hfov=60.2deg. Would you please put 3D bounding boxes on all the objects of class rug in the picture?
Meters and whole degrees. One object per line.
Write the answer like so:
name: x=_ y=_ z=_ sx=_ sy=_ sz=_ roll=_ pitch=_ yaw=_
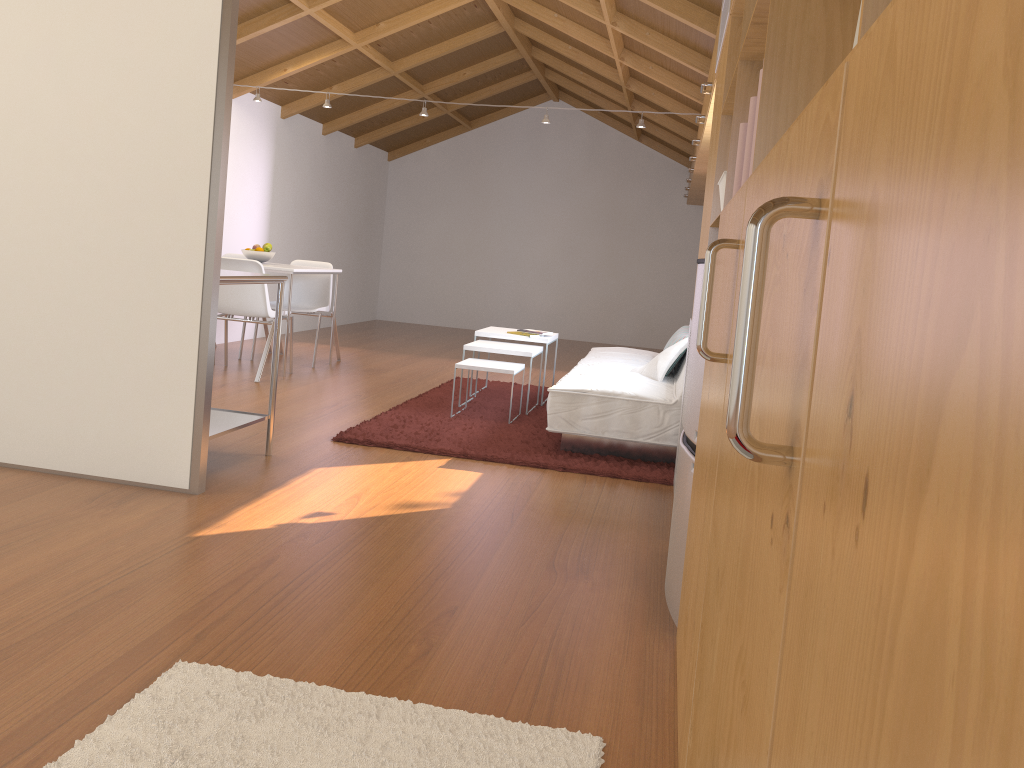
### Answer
rug: x=0.292 y=0.226 z=5.279 sx=1.887 sy=0.020 sz=2.494 roll=6 pitch=8 yaw=10
rug: x=-0.597 y=0.887 z=0.010 sx=0.918 sy=0.011 sz=3.743 roll=6 pitch=8 yaw=9

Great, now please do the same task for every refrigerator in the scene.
refrigerator: x=0.627 y=0.136 z=2.601 sx=0.262 sy=0.982 sz=0.717 roll=6 pitch=5 yaw=9

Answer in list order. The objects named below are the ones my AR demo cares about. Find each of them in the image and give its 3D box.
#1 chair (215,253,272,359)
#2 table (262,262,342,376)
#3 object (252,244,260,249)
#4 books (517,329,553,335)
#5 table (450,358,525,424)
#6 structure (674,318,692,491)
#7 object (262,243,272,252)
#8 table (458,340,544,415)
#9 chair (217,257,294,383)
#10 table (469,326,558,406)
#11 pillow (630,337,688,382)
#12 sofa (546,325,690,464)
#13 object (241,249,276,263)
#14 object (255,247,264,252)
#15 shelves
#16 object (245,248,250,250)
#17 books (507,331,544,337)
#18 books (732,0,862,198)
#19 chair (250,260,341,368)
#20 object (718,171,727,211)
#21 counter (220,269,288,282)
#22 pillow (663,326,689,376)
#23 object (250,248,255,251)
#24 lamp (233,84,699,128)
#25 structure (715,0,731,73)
chair: x=-2.235 y=-0.637 z=7.001 sx=0.532 sy=0.781 sz=0.549 roll=6 pitch=5 yaw=10
table: x=-2.025 y=-0.537 z=6.569 sx=1.210 sy=0.739 sz=0.904 roll=6 pitch=6 yaw=10
object: x=-1.910 y=-1.013 z=6.614 sx=0.061 sy=0.066 sz=0.064 roll=0 pitch=8 yaw=-42
books: x=0.154 y=-0.344 z=5.872 sx=0.194 sy=0.016 sz=0.153 roll=10 pitch=9 yaw=29
table: x=-0.135 y=0.036 z=5.147 sx=0.342 sy=0.307 sz=0.371 roll=6 pitch=6 yaw=10
structure: x=0.676 y=0.121 z=3.460 sx=0.013 sy=0.717 sz=0.824 roll=6 pitch=6 yaw=9
object: x=-1.833 y=-1.022 z=6.622 sx=0.070 sy=0.069 sz=0.077 roll=6 pitch=6 yaw=10
table: x=-0.061 y=-0.050 z=5.538 sx=0.425 sy=0.381 sz=0.461 roll=6 pitch=6 yaw=10
chair: x=-1.813 y=-0.460 z=6.006 sx=0.532 sy=0.781 sz=0.549 roll=6 pitch=5 yaw=10
table: x=0.023 y=-0.133 z=5.991 sx=0.486 sy=0.436 sz=0.527 roll=6 pitch=6 yaw=10
pillow: x=0.840 y=-0.155 z=4.923 sx=0.267 sy=0.250 sz=0.348 roll=2 pitch=7 yaw=-26
sofa: x=0.785 y=-0.046 z=5.290 sx=0.863 sy=0.625 sz=2.368 roll=6 pitch=8 yaw=9
object: x=-1.897 y=-0.949 z=6.611 sx=0.255 sy=0.090 sz=0.257 roll=-1 pitch=9 yaw=-38
object: x=-1.867 y=-0.977 z=6.532 sx=0.067 sy=0.067 sz=0.068 roll=4 pitch=6 yaw=-15
shelves: x=-2.086 y=-0.143 z=3.689 sx=2.095 sy=0.749 sz=0.635 roll=6 pitch=6 yaw=10
object: x=-1.971 y=-0.983 z=6.609 sx=0.067 sy=0.066 sz=0.068 roll=1 pitch=7 yaw=-36
books: x=0.089 y=-0.326 z=5.814 sx=0.194 sy=0.016 sz=0.152 roll=12 pitch=10 yaw=39
books: x=0.385 y=-0.557 z=0.606 sx=0.189 sy=0.654 sz=3.126 roll=6 pitch=8 yaw=9
chair: x=-1.652 y=-0.571 z=6.899 sx=0.532 sy=0.781 sz=0.549 roll=6 pitch=5 yaw=10
object: x=0.704 y=-0.532 z=2.568 sx=0.203 sy=0.122 sz=0.352 roll=6 pitch=8 yaw=9
counter: x=-2.050 y=-0.533 z=3.666 sx=2.112 sy=0.021 sz=0.653 roll=7 pitch=8 yaw=10
pillow: x=1.025 y=-0.220 z=5.523 sx=0.171 sy=0.250 sz=1.047 roll=6 pitch=8 yaw=9
object: x=-1.926 y=-0.969 z=6.562 sx=0.071 sy=0.078 sz=0.069 roll=0 pitch=8 yaw=-43
lamp: x=-0.482 y=-2.154 z=6.879 sx=3.833 sy=0.152 sz=0.073 roll=7 pitch=5 yaw=10
structure: x=0.822 y=-1.444 z=3.388 sx=0.013 sy=0.299 sz=0.908 roll=6 pitch=8 yaw=9
